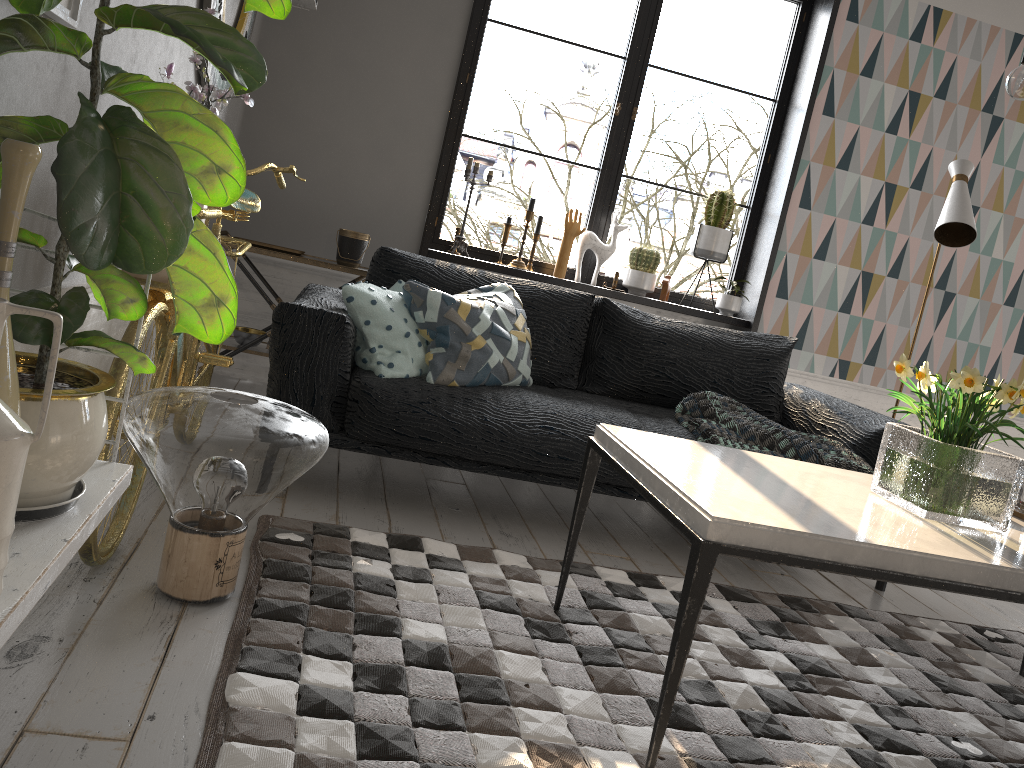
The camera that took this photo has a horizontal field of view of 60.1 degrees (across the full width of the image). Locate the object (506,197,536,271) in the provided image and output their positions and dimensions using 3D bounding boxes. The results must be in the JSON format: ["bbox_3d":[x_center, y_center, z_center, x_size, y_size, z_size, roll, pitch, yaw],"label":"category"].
[{"bbox_3d":[0.068,-0.768,4.492,0.123,0.373,0.124,12,5,-8],"label":"object"}]

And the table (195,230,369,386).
[{"bbox_3d":[-1.006,-0.276,3.983,0.740,0.676,0.342,11,6,-12],"label":"table"}]

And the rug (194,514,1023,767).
[{"bbox_3d":[0.670,0.764,1.871,2.519,0.034,1.788,11,9,-12],"label":"rug"}]

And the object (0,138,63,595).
[{"bbox_3d":[-0.583,-0.003,0.823,0.288,0.485,0.330,17,7,38],"label":"object"}]

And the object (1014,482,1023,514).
[{"bbox_3d":[1.306,0.300,2.253,0.245,0.087,0.282,7,10,-34],"label":"object"}]

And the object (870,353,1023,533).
[{"bbox_3d":[1.007,0.124,2.041,0.351,0.349,0.328,12,7,-10],"label":"object"}]

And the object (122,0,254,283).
[{"bbox_3d":[-0.700,-0.553,2.051,0.254,0.637,0.490,13,6,5],"label":"object"}]

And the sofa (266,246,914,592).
[{"bbox_3d":[0.296,0.078,3.279,2.333,0.793,0.980,11,7,-13],"label":"sofa"}]

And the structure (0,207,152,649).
[{"bbox_3d":[-0.486,0.187,0.101,0.307,0.483,2.804,12,8,-13],"label":"structure"}]

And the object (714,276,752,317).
[{"bbox_3d":[1.153,-0.459,4.660,0.170,0.202,0.249,12,7,-10],"label":"object"}]

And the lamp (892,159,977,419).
[{"bbox_3d":[1.899,-0.175,4.216,0.678,1.692,1.258,12,6,-14],"label":"lamp"}]

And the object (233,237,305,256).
[{"bbox_3d":[-1.082,-0.609,3.927,0.317,0.015,0.249,11,9,-12],"label":"object"}]

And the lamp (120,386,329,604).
[{"bbox_3d":[-0.647,0.241,1.925,0.435,0.435,0.433,15,7,18],"label":"lamp"}]

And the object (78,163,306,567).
[{"bbox_3d":[-0.902,-0.172,2.477,0.425,0.963,1.644,11,8,-21],"label":"object"}]

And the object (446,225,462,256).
[{"bbox_3d":[-0.283,-0.736,4.511,0.084,0.150,0.085,12,6,-9],"label":"object"}]

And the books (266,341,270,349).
[{"bbox_3d":[-0.951,-0.156,3.998,0.297,0.022,0.203,11,9,-11],"label":"books"}]

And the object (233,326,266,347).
[{"bbox_3d":[-1.170,-0.204,3.925,0.145,0.072,0.147,9,9,-26],"label":"object"}]

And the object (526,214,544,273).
[{"bbox_3d":[0.118,-0.728,4.559,0.076,0.299,0.076,15,5,18],"label":"object"}]

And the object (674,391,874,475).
[{"bbox_3d":[0.924,0.270,3.121,0.664,0.327,0.495,11,8,-17],"label":"object"}]

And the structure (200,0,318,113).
[{"bbox_3d":[-0.790,-1.344,2.764,0.266,0.949,2.042,12,8,-13],"label":"structure"}]

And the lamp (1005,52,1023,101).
[{"bbox_3d":[1.750,-1.214,1.461,0.074,1.527,1.411,9,8,-43],"label":"lamp"}]

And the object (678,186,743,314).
[{"bbox_3d":[1.034,-0.721,4.630,0.234,0.666,0.231,8,7,-42],"label":"object"}]

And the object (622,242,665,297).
[{"bbox_3d":[0.690,-0.609,4.687,0.233,0.281,0.216,8,8,-38],"label":"object"}]

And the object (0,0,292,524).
[{"bbox_3d":[-0.555,-0.396,1.214,0.419,1.143,0.566,16,6,27],"label":"object"}]

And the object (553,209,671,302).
[{"bbox_3d":[0.561,-0.685,4.604,0.660,0.407,0.136,11,5,-11],"label":"object"}]

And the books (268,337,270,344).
[{"bbox_3d":[-0.951,-0.175,4.004,0.293,0.013,0.179,11,9,-15],"label":"books"}]

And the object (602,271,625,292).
[{"bbox_3d":[0.540,-0.536,4.610,0.123,0.098,0.123,14,7,10],"label":"object"}]

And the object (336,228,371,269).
[{"bbox_3d":[-0.720,-0.603,3.957,0.139,0.159,0.141,16,7,25],"label":"object"}]

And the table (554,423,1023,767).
[{"bbox_3d":[0.910,0.544,2.051,1.451,0.508,0.739,11,7,-12],"label":"table"}]

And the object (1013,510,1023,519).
[{"bbox_3d":[1.401,0.340,2.339,0.317,0.015,0.249,11,9,-12],"label":"object"}]

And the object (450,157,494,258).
[{"bbox_3d":[-0.230,-0.883,4.419,0.163,0.487,0.145,15,5,24],"label":"object"}]

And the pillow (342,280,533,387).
[{"bbox_3d":[-0.250,-0.201,3.083,0.794,0.360,0.448,8,8,-30],"label":"pillow"}]
